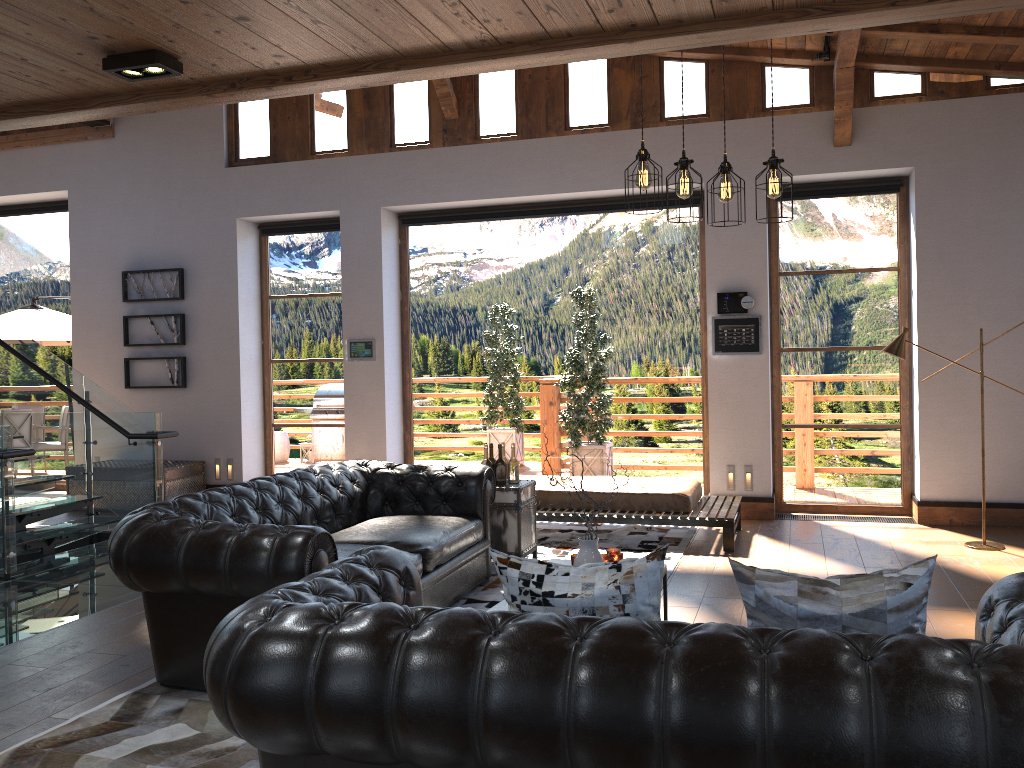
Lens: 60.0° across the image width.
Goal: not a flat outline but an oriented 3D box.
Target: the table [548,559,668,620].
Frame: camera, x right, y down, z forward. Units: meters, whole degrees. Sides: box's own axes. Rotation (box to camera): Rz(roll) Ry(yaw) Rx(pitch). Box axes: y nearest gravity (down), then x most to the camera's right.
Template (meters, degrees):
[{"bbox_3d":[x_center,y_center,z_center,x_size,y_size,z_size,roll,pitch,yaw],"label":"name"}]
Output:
[{"bbox_3d":[0.473,1.161,4.714,0.646,0.350,0.403,-1,1,17],"label":"table"}]

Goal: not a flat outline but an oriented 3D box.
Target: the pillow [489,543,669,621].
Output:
[{"bbox_3d":[0.202,0.673,2.562,0.524,0.469,0.285,-1,1,20],"label":"pillow"}]

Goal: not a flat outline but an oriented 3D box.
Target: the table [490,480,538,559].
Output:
[{"bbox_3d":[-0.070,1.010,6.335,0.415,0.609,0.408,-1,1,17],"label":"table"}]

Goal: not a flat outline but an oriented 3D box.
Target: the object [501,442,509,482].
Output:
[{"bbox_3d":[-0.063,0.565,6.415,0.086,0.286,0.088,-1,1,30],"label":"object"}]

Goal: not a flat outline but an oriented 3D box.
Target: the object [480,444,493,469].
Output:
[{"bbox_3d":[-0.181,0.571,6.273,0.087,0.286,0.087,-1,1,-6],"label":"object"}]

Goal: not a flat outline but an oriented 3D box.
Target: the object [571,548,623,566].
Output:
[{"bbox_3d":[0.486,0.945,4.705,0.306,0.081,0.244,-2,2,-34],"label":"object"}]

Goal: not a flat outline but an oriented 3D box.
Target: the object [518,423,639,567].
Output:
[{"bbox_3d":[0.339,0.594,4.325,0.613,0.808,0.410,-1,1,28],"label":"object"}]

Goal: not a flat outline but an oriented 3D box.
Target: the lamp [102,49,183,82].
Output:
[{"bbox_3d":[-1.445,-1.252,3.472,0.259,0.068,0.156,-1,1,17],"label":"lamp"}]

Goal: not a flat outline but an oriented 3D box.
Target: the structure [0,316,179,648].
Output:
[{"bbox_3d":[-6.537,0.964,10.105,10.952,6.397,9.275,-1,1,17],"label":"structure"}]

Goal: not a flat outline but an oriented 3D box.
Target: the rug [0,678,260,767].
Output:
[{"bbox_3d":[0.054,1.364,3.162,4.016,0.053,2.449,-1,2,18],"label":"rug"}]

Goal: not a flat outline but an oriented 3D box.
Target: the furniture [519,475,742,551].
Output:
[{"bbox_3d":[0.545,1.050,7.657,2.741,0.436,1.183,-1,1,17],"label":"furniture"}]

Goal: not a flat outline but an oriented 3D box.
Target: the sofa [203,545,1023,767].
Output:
[{"bbox_3d":[0.411,0.980,2.558,2.549,0.838,1.248,-1,1,16],"label":"sofa"}]

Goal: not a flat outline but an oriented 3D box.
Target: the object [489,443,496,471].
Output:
[{"bbox_3d":[-0.146,0.567,6.371,0.088,0.286,0.087,-2,1,-33],"label":"object"}]

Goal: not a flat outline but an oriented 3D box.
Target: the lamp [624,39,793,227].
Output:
[{"bbox_3d":[0.936,-1.880,4.327,0.800,2.201,0.262,-1,1,8],"label":"lamp"}]

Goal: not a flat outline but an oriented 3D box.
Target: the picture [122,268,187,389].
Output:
[{"bbox_3d":[-3.966,-0.608,9.820,0.769,1.312,0.059,-1,1,17],"label":"picture"}]

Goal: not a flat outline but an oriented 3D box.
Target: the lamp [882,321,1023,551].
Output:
[{"bbox_3d":[3.516,0.287,6.646,1.307,1.898,0.533,0,1,38],"label":"lamp"}]

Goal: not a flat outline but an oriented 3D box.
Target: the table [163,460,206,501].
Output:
[{"bbox_3d":[-4.015,1.082,9.492,1.246,0.469,0.689,-1,1,17],"label":"table"}]

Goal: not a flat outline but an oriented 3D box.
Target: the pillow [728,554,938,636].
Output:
[{"bbox_3d":[0.849,0.665,2.370,0.524,0.469,0.285,-1,1,20],"label":"pillow"}]

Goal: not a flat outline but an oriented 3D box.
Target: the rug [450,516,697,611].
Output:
[{"bbox_3d":[-0.038,1.283,6.474,2.415,0.053,3.836,-1,2,18],"label":"rug"}]

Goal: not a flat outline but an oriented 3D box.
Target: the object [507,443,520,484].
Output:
[{"bbox_3d":[0.011,0.565,6.326,0.086,0.286,0.088,-1,1,27],"label":"object"}]

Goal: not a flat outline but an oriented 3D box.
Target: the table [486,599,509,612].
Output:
[{"bbox_3d":[0.190,1.188,3.859,0.645,0.350,0.403,-1,1,22],"label":"table"}]

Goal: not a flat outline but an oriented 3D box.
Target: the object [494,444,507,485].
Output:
[{"bbox_3d":[-0.084,0.568,6.296,0.088,0.286,0.087,-1,1,-5],"label":"object"}]

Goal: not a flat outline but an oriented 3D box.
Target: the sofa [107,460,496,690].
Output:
[{"bbox_3d":[-1.032,0.948,5.012,1.231,0.838,2.583,-1,1,17],"label":"sofa"}]
